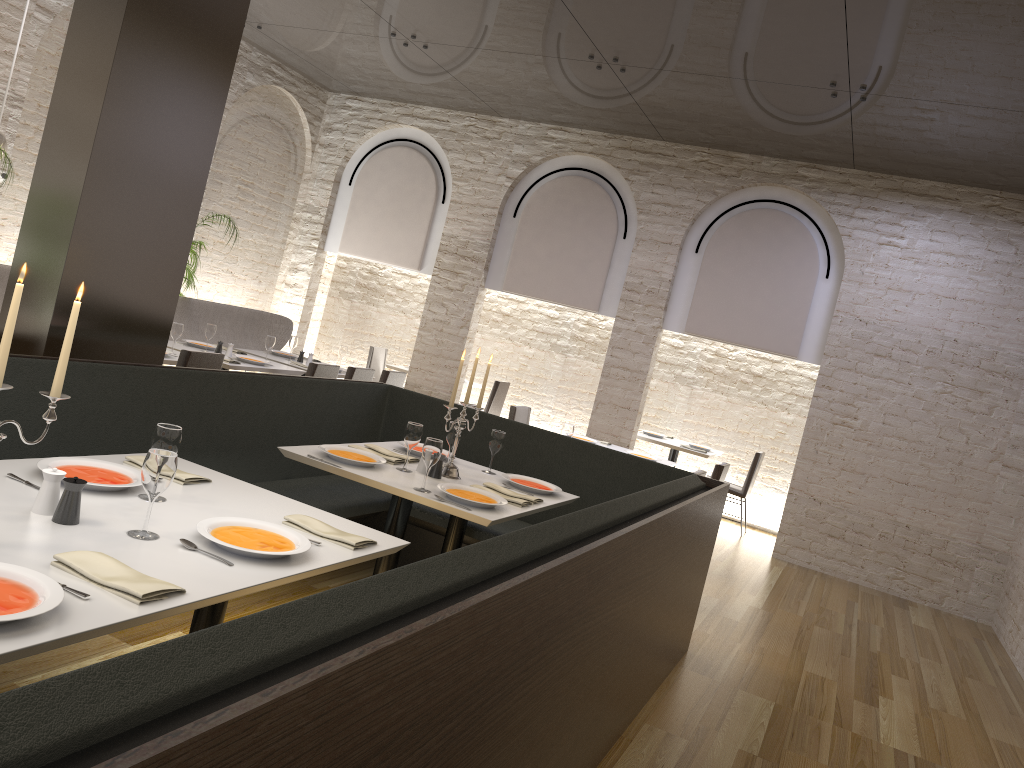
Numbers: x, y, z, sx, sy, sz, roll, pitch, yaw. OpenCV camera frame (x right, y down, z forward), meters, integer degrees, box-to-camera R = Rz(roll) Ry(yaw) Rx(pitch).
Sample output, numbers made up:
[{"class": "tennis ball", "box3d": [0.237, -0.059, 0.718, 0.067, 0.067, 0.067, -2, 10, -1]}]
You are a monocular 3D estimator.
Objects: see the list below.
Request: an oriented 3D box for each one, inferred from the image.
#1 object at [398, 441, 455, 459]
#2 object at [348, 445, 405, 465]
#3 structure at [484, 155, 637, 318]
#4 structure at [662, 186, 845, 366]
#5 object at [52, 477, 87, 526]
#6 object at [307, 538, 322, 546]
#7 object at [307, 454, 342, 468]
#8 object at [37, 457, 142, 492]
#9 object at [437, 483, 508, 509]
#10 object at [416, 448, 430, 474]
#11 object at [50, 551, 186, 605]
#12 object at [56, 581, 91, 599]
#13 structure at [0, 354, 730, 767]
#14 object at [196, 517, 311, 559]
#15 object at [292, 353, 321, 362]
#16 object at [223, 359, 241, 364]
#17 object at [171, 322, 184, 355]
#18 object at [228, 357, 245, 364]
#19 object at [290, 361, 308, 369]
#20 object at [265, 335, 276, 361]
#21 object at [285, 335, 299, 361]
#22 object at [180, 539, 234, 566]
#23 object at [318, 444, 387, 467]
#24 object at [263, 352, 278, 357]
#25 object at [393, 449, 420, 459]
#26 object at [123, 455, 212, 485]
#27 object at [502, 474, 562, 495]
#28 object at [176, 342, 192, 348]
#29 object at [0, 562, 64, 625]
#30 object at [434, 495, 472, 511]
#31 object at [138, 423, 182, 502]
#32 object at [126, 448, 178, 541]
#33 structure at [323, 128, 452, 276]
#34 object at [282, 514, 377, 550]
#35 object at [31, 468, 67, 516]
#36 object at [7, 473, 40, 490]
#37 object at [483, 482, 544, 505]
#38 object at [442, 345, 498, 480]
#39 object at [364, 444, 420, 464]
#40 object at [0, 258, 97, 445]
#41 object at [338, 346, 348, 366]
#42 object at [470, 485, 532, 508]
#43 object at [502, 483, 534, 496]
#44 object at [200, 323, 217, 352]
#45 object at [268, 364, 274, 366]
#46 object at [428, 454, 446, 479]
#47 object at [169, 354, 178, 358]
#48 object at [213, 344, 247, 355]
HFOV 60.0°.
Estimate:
[{"class": "object", "box3d": [-0.469, 0.370, 4.817, 0.322, 0.036, 0.321, 15, 3, 18]}, {"class": "object", "box3d": [-0.667, 0.353, 4.398, 0.274, 0.033, 0.142, 15, 3, 22]}, {"class": "structure", "box3d": [0.617, -1.714, 9.831, 1.639, 1.673, 0.097, 15, 1, 22]}, {"class": "structure", "box3d": [2.518, -1.193, 9.029, 1.639, 1.673, 0.097, 15, 1, 22]}, {"class": "object", "box3d": [-1.158, 0.305, 2.325, 0.069, 0.126, 0.068, 14, 2, 16]}, {"class": "object", "box3d": [-0.659, 0.460, 2.701, 0.186, 0.010, 0.017, 15, 3, 22]}, {"class": "object", "box3d": [-0.832, 0.343, 3.939, 0.186, 0.010, 0.017, 15, 3, 22]}, {"class": "object", "box3d": [-1.300, 0.288, 2.748, 0.322, 0.036, 0.321, 15, 3, 18]}, {"class": "object", "box3d": [-0.178, 0.498, 3.885, 0.321, 0.036, 0.322, 14, 3, -2]}, {"class": "object", "box3d": [-0.420, 0.370, 4.289, 0.068, 0.126, 0.069, 13, 2, -26]}, {"class": "object", "box3d": [-0.898, 0.438, 2.026, 0.274, 0.033, 0.142, 15, 3, 22]}, {"class": "object", "box3d": [-0.978, 0.429, 1.905, 0.186, 0.010, 0.017, 15, 3, 22]}, {"class": "structure", "box3d": [-1.931, 0.547, 0.534, 2.380, 1.000, 10.722, 15, 4, 22]}, {"class": "object", "box3d": [-0.731, 0.443, 2.505, 0.322, 0.036, 0.321, 15, 3, 18]}, {"class": "object", "box3d": [-2.047, -0.257, 8.816, 0.274, 0.033, 0.142, 15, 3, 22]}, {"class": "object", "box3d": [-2.267, -0.197, 6.913, 0.274, 0.033, 0.142, 15, 3, 22]}, {"class": "object", "box3d": [-2.476, -0.334, 6.507, 0.085, 0.230, 0.087, 13, 2, -38]}, {"class": "object", "box3d": [-2.205, -0.191, 7.078, 0.182, 0.015, 0.038, 15, 3, 24]}, {"class": "object", "box3d": [-1.844, -0.155, 7.969, 0.274, 0.033, 0.142, 15, 3, 22]}, {"class": "object", "box3d": [-2.068, -0.293, 7.522, 0.085, 0.230, 0.087, 13, 2, -38]}, {"class": "object", "box3d": [-2.046, -0.331, 8.242, 0.085, 0.230, 0.087, 13, 2, -38]}, {"class": "object", "box3d": [-0.806, 0.443, 2.334, 0.182, 0.015, 0.038, 15, 3, 24]}, {"class": "object", "box3d": [-0.746, 0.342, 4.127, 0.321, 0.036, 0.322, 14, 3, -2]}, {"class": "object", "box3d": [-2.263, -0.278, 8.338, 0.186, 0.010, 0.017, 15, 3, 22]}, {"class": "object", "box3d": [-0.545, 0.371, 4.657, 0.186, 0.010, 0.017, 15, 3, 22]}, {"class": "object", "box3d": [-1.195, 0.301, 3.082, 0.274, 0.033, 0.142, 15, 3, 22]}, {"class": "object", "box3d": [0.099, 0.526, 4.575, 0.320, 0.036, 0.323, 13, 4, -20]}, {"class": "object", "box3d": [-2.687, -0.320, 7.283, 0.186, 0.010, 0.017, 15, 3, 22]}, {"class": "object", "box3d": [-1.048, 0.412, 1.718, 0.323, 0.036, 0.320, 17, 4, 42]}, {"class": "object", "box3d": [-0.250, 0.498, 3.718, 0.182, 0.015, 0.038, 15, 3, 24]}, {"class": "object", "box3d": [-1.081, 0.241, 2.729, 0.086, 0.230, 0.086, 15, 2, 34]}, {"class": "object", "box3d": [-0.958, 0.294, 2.366, 0.086, 0.230, 0.086, 15, 2, 34]}, {"class": "structure", "box3d": [-1.409, -2.270, 10.687, 1.639, 1.673, 0.097, 15, 1, 22]}, {"class": "object", "box3d": [-0.578, 0.470, 2.821, 0.274, 0.033, 0.142, 15, 3, 22]}, {"class": "object", "box3d": [-1.230, 0.285, 2.359, 0.069, 0.126, 0.068, 14, 2, 16]}, {"class": "object", "box3d": [-1.388, 0.288, 2.555, 0.186, 0.010, 0.017, 15, 3, 22]}, {"class": "object", "box3d": [0.005, 0.527, 4.274, 0.274, 0.033, 0.142, 15, 3, 22]}, {"class": "object", "box3d": [-0.235, 0.133, 4.351, 0.132, 0.656, 0.388, 15, 2, 33]}, {"class": "object", "box3d": [-0.610, 0.358, 4.541, 0.274, 0.033, 0.142, 15, 3, 22]}, {"class": "object", "box3d": [-1.177, 0.040, 2.005, 0.132, 0.656, 0.388, 15, 2, 33]}, {"class": "object", "box3d": [-1.649, -0.252, 8.565, 0.085, 0.230, 0.087, 13, 2, -38]}, {"class": "object", "box3d": [-0.053, 0.522, 4.131, 0.274, 0.033, 0.142, 15, 3, 22]}, {"class": "object", "box3d": [0.027, 0.526, 4.410, 0.182, 0.015, 0.038, 15, 3, 24]}, {"class": "object", "box3d": [-2.465, -0.373, 7.199, 0.085, 0.230, 0.087, 13, 2, -38]}, {"class": "object", "box3d": [-2.071, -0.175, 7.412, 0.186, 0.010, 0.017, 15, 3, 22]}, {"class": "object", "box3d": [-0.356, 0.389, 4.236, 0.068, 0.126, 0.069, 13, 2, -26]}, {"class": "object", "box3d": [-2.481, -0.215, 6.391, 0.186, 0.010, 0.017, 15, 3, 22]}, {"class": "object", "box3d": [-2.471, -0.298, 7.760, 0.274, 0.033, 0.142, 15, 3, 22]}]
